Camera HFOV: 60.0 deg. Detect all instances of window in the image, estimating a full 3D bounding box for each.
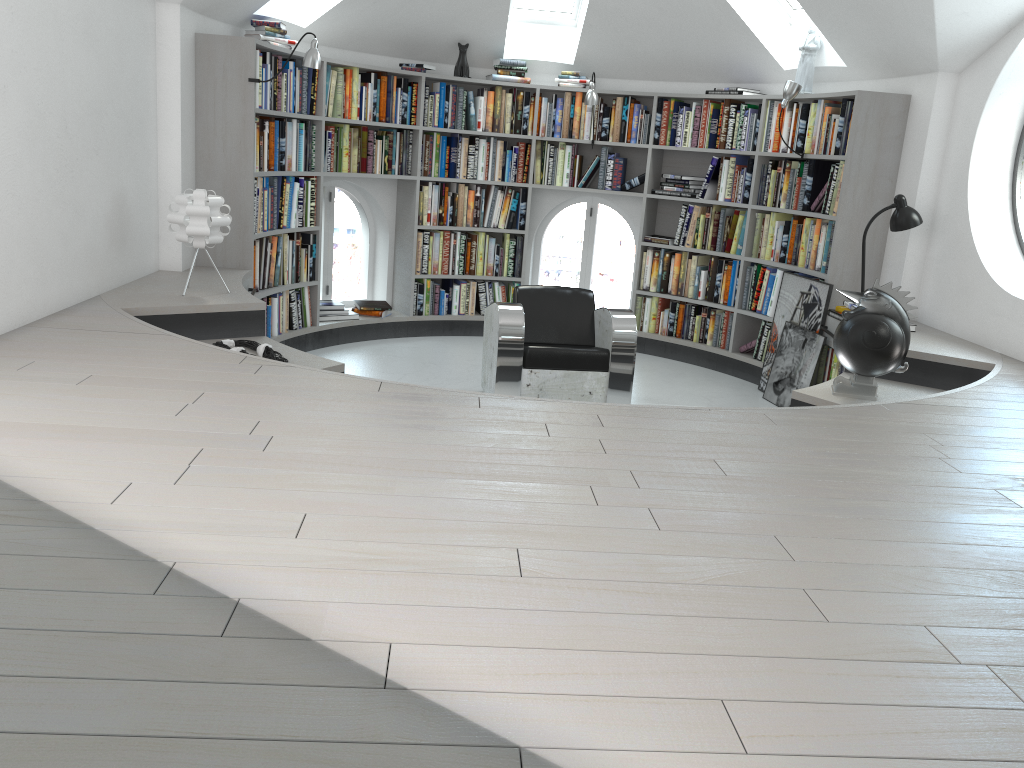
[{"bbox_3d":[0.315,-2.987,6.140,4.054,0.708,1.946,3,14,-4],"label":"window"},{"bbox_3d":[2.959,-1.121,4.331,0.104,1.460,1.481,4,14,-4],"label":"window"},{"bbox_3d":[-0.415,-1.121,7.423,3.231,1.143,0.621,0,14,-18],"label":"window"}]

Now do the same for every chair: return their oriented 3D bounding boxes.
[{"bbox_3d":[0.264,-0.209,5.477,0.823,0.715,0.746,2,14,-9],"label":"chair"}]

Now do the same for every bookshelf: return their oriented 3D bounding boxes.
[{"bbox_3d":[0.179,-1.277,6.537,4.332,1.868,2.123,3,14,-4],"label":"bookshelf"}]

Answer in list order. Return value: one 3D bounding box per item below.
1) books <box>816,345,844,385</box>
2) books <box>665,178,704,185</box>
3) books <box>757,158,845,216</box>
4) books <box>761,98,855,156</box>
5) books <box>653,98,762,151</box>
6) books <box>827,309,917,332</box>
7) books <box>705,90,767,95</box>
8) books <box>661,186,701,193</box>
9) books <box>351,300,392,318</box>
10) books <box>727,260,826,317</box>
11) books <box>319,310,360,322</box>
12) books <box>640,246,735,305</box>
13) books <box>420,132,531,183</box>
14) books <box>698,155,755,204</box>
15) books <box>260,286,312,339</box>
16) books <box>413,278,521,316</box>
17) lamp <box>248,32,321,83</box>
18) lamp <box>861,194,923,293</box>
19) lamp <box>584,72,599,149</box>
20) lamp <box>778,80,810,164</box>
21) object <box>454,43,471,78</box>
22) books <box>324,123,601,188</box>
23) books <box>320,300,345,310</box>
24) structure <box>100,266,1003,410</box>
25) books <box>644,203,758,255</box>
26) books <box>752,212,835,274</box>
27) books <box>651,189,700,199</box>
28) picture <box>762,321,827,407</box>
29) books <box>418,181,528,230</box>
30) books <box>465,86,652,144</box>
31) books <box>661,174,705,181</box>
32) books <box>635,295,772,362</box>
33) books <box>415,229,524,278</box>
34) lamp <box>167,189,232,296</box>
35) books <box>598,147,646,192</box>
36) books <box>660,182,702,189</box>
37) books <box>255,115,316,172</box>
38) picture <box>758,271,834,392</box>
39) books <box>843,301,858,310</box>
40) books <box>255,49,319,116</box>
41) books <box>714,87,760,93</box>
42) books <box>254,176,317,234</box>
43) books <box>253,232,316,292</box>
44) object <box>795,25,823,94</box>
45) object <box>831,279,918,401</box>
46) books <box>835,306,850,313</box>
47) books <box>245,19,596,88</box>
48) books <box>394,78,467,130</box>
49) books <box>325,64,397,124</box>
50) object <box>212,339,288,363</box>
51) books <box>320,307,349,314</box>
[{"bbox_3d":[2.050,0.012,5.289,0.272,0.296,1.154,7,15,9],"label":"books"},{"bbox_3d":[1.374,-1.605,7.034,0.214,0.036,0.227,-9,20,-43],"label":"books"},{"bbox_3d":[2.076,-1.357,6.075,0.279,0.356,1.059,0,15,-18],"label":"books"},{"bbox_3d":[2.103,-1.731,5.999,0.293,0.360,1.021,-1,15,-21],"label":"books"},{"bbox_3d":[1.533,-1.982,6.774,0.973,0.365,0.307,16,18,38],"label":"books"},{"bbox_3d":[2.130,-0.379,5.268,0.365,0.042,0.390,3,15,-4],"label":"books"},{"bbox_3d":[1.691,-2.180,6.683,0.317,0.036,0.337,-8,19,-40],"label":"books"},{"bbox_3d":[1.369,-1.545,7.048,0.286,0.031,0.270,13,17,29],"label":"books"},{"bbox_3d":[-1.113,-0.600,7.075,0.318,0.099,0.293,4,14,-3],"label":"books"},{"bbox_3d":[1.989,-0.634,6.302,0.304,0.356,1.192,-1,16,-23],"label":"books"},{"bbox_3d":[-1.439,-0.550,6.888,0.366,0.042,0.390,-7,18,-36],"label":"books"},{"bbox_3d":[1.429,-0.874,7.042,0.875,0.348,0.273,15,17,36],"label":"books"},{"bbox_3d":[-0.330,-1.840,7.207,1.028,0.357,0.302,0,15,-18],"label":"books"},{"bbox_3d":[1.715,-1.552,6.712,0.555,0.348,0.256,17,18,41],"label":"books"},{"bbox_3d":[-1.687,-0.501,6.103,0.283,0.317,0.923,8,15,13],"label":"books"},{"bbox_3d":[-0.406,-0.738,7.419,1.019,0.304,0.289,-1,15,-19],"label":"books"},{"bbox_3d":[-1.341,-1.934,5.259,0.414,0.310,0.117,3,13,-7],"label":"lamp"},{"bbox_3d":[2.197,-0.774,5.172,0.323,0.656,0.235,7,14,11],"label":"lamp"},{"bbox_3d":[0.612,-2.122,6.896,0.113,0.563,0.360,5,14,2],"label":"lamp"},{"bbox_3d":[1.905,-1.738,5.901,0.275,0.522,0.113,1,14,-13],"label":"lamp"},{"bbox_3d":[-0.377,-2.532,6.957,0.147,0.263,0.203,3,14,-8],"label":"object"},{"bbox_3d":[-0.462,-1.782,6.971,2.529,0.368,0.594,-2,16,-23],"label":"books"},{"bbox_3d":[-1.434,-0.613,6.874,0.213,0.036,0.228,-3,16,-27],"label":"books"},{"bbox_3d":[0.201,-0.180,5.371,4.728,0.689,4.722,17,19,39],"label":"structure"},{"bbox_3d":[1.517,-1.223,6.896,0.977,0.350,0.252,16,17,37],"label":"books"},{"bbox_3d":[2.055,-0.984,6.158,0.275,0.345,1.027,0,15,-19],"label":"books"},{"bbox_3d":[1.366,-1.513,7.055,0.389,0.042,0.367,15,18,34],"label":"books"},{"bbox_3d":[1.860,-0.100,5.862,0.107,0.551,0.493,1,14,-14],"label":"picture"},{"bbox_3d":[-0.346,-1.463,7.254,0.997,0.349,0.299,-1,15,-20],"label":"books"},{"bbox_3d":[0.377,-2.170,7.148,1.566,0.364,0.396,5,14,1],"label":"books"},{"bbox_3d":[1.376,-1.635,7.027,0.269,0.031,0.287,-2,16,-24],"label":"books"},{"bbox_3d":[1.580,-0.452,6.910,0.360,0.309,1.504,-8,19,-41],"label":"books"},{"bbox_3d":[-0.363,-1.090,7.347,1.031,0.355,0.294,-1,15,-19],"label":"books"},{"bbox_3d":[-1.595,-0.728,4.533,0.305,0.521,0.307,1,14,-15],"label":"lamp"},{"bbox_3d":[0.921,-1.730,7.173,0.399,0.338,0.225,8,14,15],"label":"books"},{"bbox_3d":[1.371,-1.574,7.041,0.270,0.031,0.287,-9,20,-43],"label":"books"},{"bbox_3d":[-1.617,-1.576,5.818,0.303,0.345,1.095,7,15,11],"label":"books"},{"bbox_3d":[1.906,-0.298,6.003,0.090,0.857,0.582,1,14,-14],"label":"picture"},{"bbox_3d":[2.135,-0.446,5.253,0.269,0.031,0.287,6,15,5],"label":"books"},{"bbox_3d":[-1.578,-1.944,5.711,0.300,0.359,1.039,7,15,11],"label":"books"},{"bbox_3d":[1.693,-2.207,6.677,0.233,0.027,0.249,-4,17,-31],"label":"books"},{"bbox_3d":[-1.610,-1.201,5.870,0.261,0.357,1.026,8,15,12],"label":"books"},{"bbox_3d":[-1.700,-0.605,5.742,0.391,0.691,1.651,6,14,5],"label":"books"},{"bbox_3d":[2.032,-2.227,6.108,0.179,0.469,0.180,6,13,4],"label":"object"},{"bbox_3d":[1.689,-0.216,4.176,0.320,0.559,0.322,-4,16,-31],"label":"object"},{"bbox_3d":[2.133,-0.415,5.260,0.286,0.034,0.306,1,15,-14],"label":"books"},{"bbox_3d":[-0.639,-2.414,6.600,2.817,0.172,0.752,-5,17,-33],"label":"books"},{"bbox_3d":[-0.678,-2.190,6.949,0.682,0.344,0.266,-3,16,-27],"label":"books"},{"bbox_3d":[-1.193,-2.126,6.505,0.270,0.370,0.795,15,18,38],"label":"books"},{"bbox_3d":[-1.204,-0.142,4.059,0.218,0.081,0.475,-8,19,-40],"label":"object"},{"bbox_3d":[-1.436,-0.582,6.881,0.269,0.031,0.287,-3,16,-27],"label":"books"}]
